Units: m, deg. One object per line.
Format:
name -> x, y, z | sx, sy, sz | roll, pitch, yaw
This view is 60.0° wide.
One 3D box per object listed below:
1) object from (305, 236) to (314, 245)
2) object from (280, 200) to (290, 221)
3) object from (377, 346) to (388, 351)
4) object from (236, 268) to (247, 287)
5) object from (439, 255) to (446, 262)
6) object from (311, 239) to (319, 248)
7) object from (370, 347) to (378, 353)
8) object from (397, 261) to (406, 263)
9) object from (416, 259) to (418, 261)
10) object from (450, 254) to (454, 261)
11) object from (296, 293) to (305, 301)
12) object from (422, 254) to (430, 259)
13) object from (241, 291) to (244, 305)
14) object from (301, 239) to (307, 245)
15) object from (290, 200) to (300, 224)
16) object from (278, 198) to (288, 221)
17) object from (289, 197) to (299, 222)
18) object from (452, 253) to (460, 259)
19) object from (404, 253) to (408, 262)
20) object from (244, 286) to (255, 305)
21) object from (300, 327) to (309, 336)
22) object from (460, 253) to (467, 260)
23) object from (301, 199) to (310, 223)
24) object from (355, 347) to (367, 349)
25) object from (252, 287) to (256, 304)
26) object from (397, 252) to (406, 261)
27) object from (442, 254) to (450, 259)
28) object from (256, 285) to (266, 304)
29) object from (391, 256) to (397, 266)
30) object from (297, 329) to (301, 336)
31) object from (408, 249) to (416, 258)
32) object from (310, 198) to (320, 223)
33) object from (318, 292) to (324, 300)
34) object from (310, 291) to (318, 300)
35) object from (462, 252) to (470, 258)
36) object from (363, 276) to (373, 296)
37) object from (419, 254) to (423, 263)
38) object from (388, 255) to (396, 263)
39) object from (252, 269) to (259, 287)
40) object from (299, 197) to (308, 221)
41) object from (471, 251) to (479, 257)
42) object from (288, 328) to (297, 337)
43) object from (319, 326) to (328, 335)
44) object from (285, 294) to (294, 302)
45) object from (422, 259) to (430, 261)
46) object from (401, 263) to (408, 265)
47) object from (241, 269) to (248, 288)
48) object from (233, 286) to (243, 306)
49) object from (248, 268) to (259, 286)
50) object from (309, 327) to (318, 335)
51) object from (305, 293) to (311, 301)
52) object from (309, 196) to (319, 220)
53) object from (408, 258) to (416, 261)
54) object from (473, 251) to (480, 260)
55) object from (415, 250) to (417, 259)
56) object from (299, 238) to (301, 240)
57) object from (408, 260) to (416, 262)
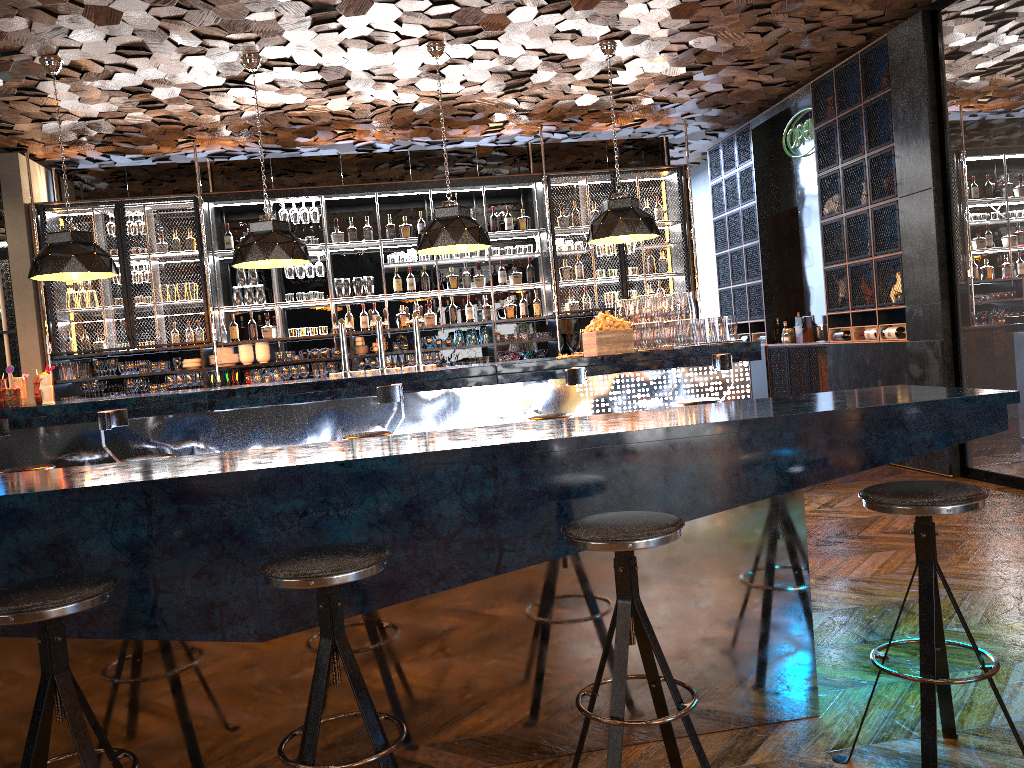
object -> -2.103, -1.485, 9.243 | 0.089, 0.092, 0.089 | -7, 3, -40
object -> -2.395, -1.805, 9.340 | 0.092, 0.244, 0.092 | -3, 3, 42
object -> -1.365, -0.363, 9.317 | 0.106, 0.067, 0.094 | -6, 3, -20
object -> -2.813, -1.119, 9.214 | 0.105, 0.209, 0.105 | -3, 3, 37
object -> -0.750, -1.374, 9.623 | 0.089, 0.092, 0.089 | -3, 3, 34
object -> -2.099, -1.493, 9.429 | 0.089, 0.092, 0.089 | -7, 3, -40
object -> -1.433, -0.360, 9.401 | 0.094, 0.067, 0.106 | -3, 3, 44
object -> -1.173, -1.327, 9.389 | 0.089, 0.092, 0.089 | -7, 3, -36
object -> -1.067, -1.367, 9.588 | 0.089, 0.092, 0.089 | -4, 3, 17
object -> -0.652, -1.383, 9.643 | 0.089, 0.092, 0.089 | -3, 3, 31
object -> -2.211, -0.906, 9.279 | 0.089, 0.092, 0.089 | -6, 3, -30
object -> -0.920, -1.371, 9.433 | 0.089, 0.092, 0.089 | -6, 3, -17
object -> -2.880, -0.909, 9.330 | 0.105, 0.209, 0.105 | -3, 3, 37
object -> -2.221, -1.482, 9.400 | 0.089, 0.092, 0.089 | -5, 2, 3
object -> -2.286, -1.815, 9.355 | 0.092, 0.244, 0.092 | -3, 3, 42
object -> -2.371, -1.800, 9.177 | 0.092, 0.244, 0.092 | -3, 3, 42
object -> -2.263, -1.810, 9.192 | 0.092, 0.244, 0.092 | -3, 3, 42
object -> -0.597, -1.382, 9.492 | 0.089, 0.092, 0.089 | -3, 3, 45
object -> -1.166, -1.355, 9.548 | 0.089, 0.092, 0.089 | -4, 3, 17
object -> -2.735, -0.917, 9.233 | 0.105, 0.209, 0.105 | -3, 3, 37
object -> -2.168, -0.541, 9.261 | 0.089, 0.092, 0.089 | -3, 3, 45
object -> -0.532, -1.393, 9.622 | 0.089, 0.092, 0.089 | -5, 2, -9
object -> -2.189, -1.824, 9.370 | 0.092, 0.244, 0.092 | -3, 3, 42
object -> -1.583, -0.373, 9.300 | 0.149, 0.025, 0.149 | -3, 3, 44
object -> -2.758, -0.920, 9.340 | 0.105, 0.209, 0.105 | -3, 3, 37
object -> -1.175, -1.347, 9.388 | 0.089, 0.092, 0.089 | -3, 3, 34
object -> -0.703, -1.371, 9.464 | 0.089, 0.092, 0.089 | -7, 3, -36
object -> -2.620, -0.927, 9.238 | 0.105, 0.209, 0.105 | -3, 3, 37
object -> -1.274, -1.325, 9.546 | 0.089, 0.092, 0.089 | -7, 3, -36
object -> -2.236, -0.543, 9.436 | 0.089, 0.092, 0.089 | -7, 3, -36
object -> -1.069, -1.387, 9.441 | 0.089, 0.092, 0.089 | -6, 3, -12
object -> -2.087, -1.834, 9.384 | 0.092, 0.244, 0.092 | -3, 3, 42
object -> -2.041, -0.927, 9.424 | 0.089, 0.092, 0.089 | -6, 3, -24
object -> -2.061, -0.917, 9.239 | 0.089, 0.092, 0.089 | -6, 3, -24
object -> -0.490, -1.391, 9.483 | 0.089, 0.092, 0.089 | -3, 3, 45
object -> -1.513, -1.029, 9.359 | 0.105, 0.209, 0.105 | -3, 3, 37
object -> -0.962, -1.353, 9.569 | 0.089, 0.092, 0.089 | -6, 3, -19
object -> -1.273, -1.318, 9.381 | 0.089, 0.092, 0.089 | -4, 3, 17
object -> -2.718, -1.132, 9.329 | 0.105, 0.209, 0.105 | -3, 3, 37
object -> -2.165, -1.819, 9.206 | 0.092, 0.244, 0.092 | -3, 3, 42
object -> -0.397, -1.401, 9.530 | 0.089, 0.092, 0.089 | -3, 3, 36
object -> -2.287, -0.530, 9.257 | 0.089, 0.092, 0.089 | -7, 3, -36
object -> -1.981, -0.560, 9.323 | 0.089, 0.092, 0.089 | -5, 2, 3
object -> -2.331, -0.897, 9.306 | 0.089, 0.092, 0.089 | -6, 3, -30
object -> -0.918, -1.351, 9.434 | 0.089, 0.092, 0.089 | -4, 3, 17
object -> -1.165, -1.335, 9.549 | 0.089, 0.092, 0.089 | -4, 3, 17
object -> -2.835, -1.122, 9.324 | 0.105, 0.209, 0.105 | -3, 3, 37
object -> -2.852, -0.906, 9.216 | 0.105, 0.209, 0.105 | -3, 3, 37
object -> -2.700, -1.130, 9.240 | 0.105, 0.209, 0.105 | -3, 3, 37
object -> -2.095, -0.552, 9.371 | 0.089, 0.092, 0.089 | -5, 2, 3
object -> -2.158, -0.916, 9.400 | 0.089, 0.092, 0.089 | -4, 3, 24
object -> -2.063, -1.829, 9.221 | 0.092, 0.244, 0.092 | -3, 3, 42
object -> -1.067, -1.361, 9.442 | 0.089, 0.092, 0.089 | -6, 3, -19
object -> -0.394, -1.407, 9.672 | 0.089, 0.092, 0.089 | -7, 3, -34
object -> -1.069, -1.393, 9.586 | 0.089, 0.092, 0.089 | -4, 3, 17
object -> -2.252, -1.473, 9.272 | 0.089, 0.092, 0.089 | -7, 3, -40
object -> -1.065, -1.339, 9.443 | 0.089, 0.092, 0.089 | -6, 3, -19
